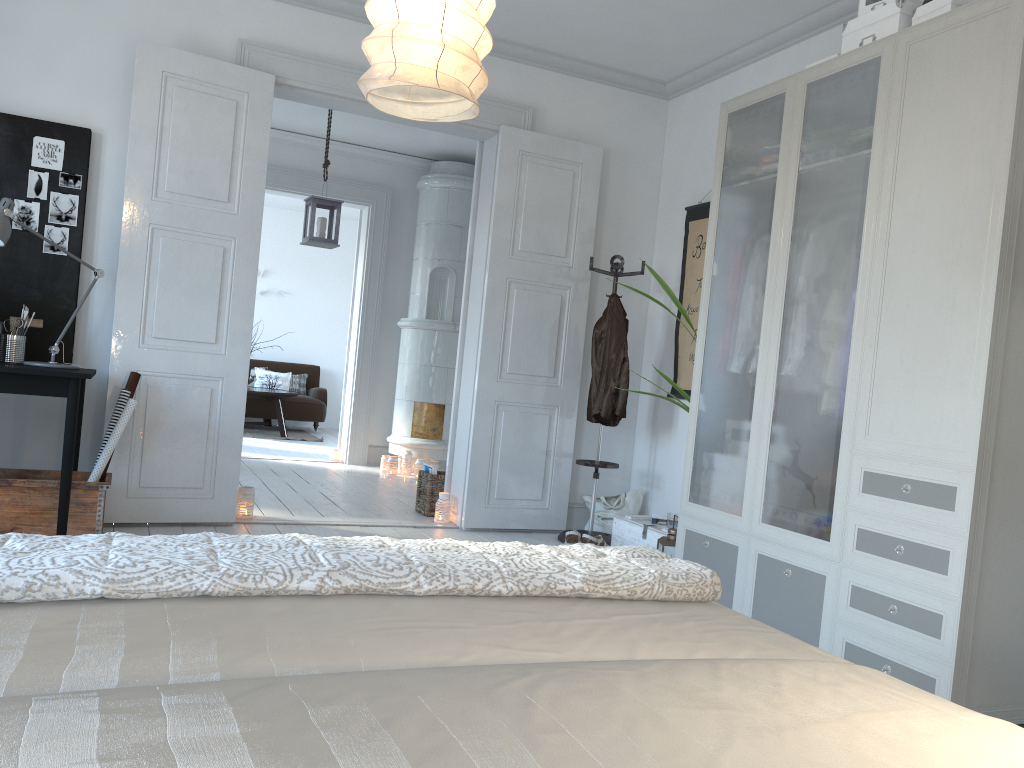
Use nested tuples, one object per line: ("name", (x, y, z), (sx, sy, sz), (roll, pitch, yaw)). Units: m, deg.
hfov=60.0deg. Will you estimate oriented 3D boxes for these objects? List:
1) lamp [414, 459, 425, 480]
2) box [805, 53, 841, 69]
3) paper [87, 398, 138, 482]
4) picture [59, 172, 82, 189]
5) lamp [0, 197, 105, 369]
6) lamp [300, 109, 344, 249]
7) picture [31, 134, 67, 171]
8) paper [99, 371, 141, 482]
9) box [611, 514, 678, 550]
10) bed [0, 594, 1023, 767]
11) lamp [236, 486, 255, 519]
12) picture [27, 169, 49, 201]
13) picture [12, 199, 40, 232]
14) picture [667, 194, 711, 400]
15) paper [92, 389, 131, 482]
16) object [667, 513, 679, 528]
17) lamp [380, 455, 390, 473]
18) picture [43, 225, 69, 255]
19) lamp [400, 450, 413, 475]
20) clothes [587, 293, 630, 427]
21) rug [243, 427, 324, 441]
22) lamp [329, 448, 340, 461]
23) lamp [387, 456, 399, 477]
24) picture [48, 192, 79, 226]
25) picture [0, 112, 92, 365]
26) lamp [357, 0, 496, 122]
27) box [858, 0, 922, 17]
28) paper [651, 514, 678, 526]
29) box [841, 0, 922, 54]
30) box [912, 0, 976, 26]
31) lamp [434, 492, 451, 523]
("lamp", (-0.766, 0.708, 7.364), (0.089, 0.166, 0.089), (5, 1, -25))
("box", (1.320, -1.222, 3.556), (0.223, 0.107, 0.180), (5, 1, -24))
("paper", (-1.874, 0.371, 4.040), (0.041, 0.627, 0.283), (7, 2, 45))
("picture", (-2.113, -0.976, 4.245), (0.095, 0.071, 0.001), (5, 1, -24))
("lamp", (-2.127, -0.438, 3.977), (0.230, 0.716, 0.617), (7, 1, 37))
("lamp", (-1.266, -1.849, 6.204), (0.228, 1.763, 0.228), (5, 2, -27))
("picture", (-2.195, -1.098, 4.201), (0.148, 0.154, 0.004), (5, 1, -24))
("paper", (-1.895, 0.309, 4.167), (0.048, 0.747, 0.297), (6, 1, 22))
("box", (0.847, 0.855, 4.779), (0.376, 0.218, 0.641), (5, 1, -24))
("bed", (-0.029, 0.378, 0.694), (1.889, 1.047, 2.174), (5, 1, -24))
("lamp", (-1.452, 0.647, 4.836), (0.089, 0.166, 0.089), (5, 1, -31))
("picture", (-2.241, -0.941, 4.192), (0.083, 0.146, 0.002), (5, 1, -24))
("picture", (-2.290, -0.793, 4.179), (0.107, 0.150, 0.001), (5, 1, -24))
("picture", (1.157, -0.554, 4.919), (0.057, 1.314, 0.792), (5, 1, -24))
("paper", (-1.896, 0.352, 4.093), (0.043, 0.669, 0.266), (6, 1, 22))
("object", (0.841, 0.722, 4.653), (0.060, 0.081, 0.060), (6, 1, 31))
("lamp", (-1.085, 0.686, 7.601), (0.084, 0.146, 0.084), (5, 1, -19))
("picture", (-2.177, -0.689, 4.235), (0.103, 0.136, 0.001), (5, 1, -24))
("lamp", (-0.900, 0.672, 7.572), (0.098, 0.210, 0.098), (5, 1, -19))
("clothes", (0.569, -0.139, 5.087), (0.237, 0.770, 0.211), (6, 1, 10))
("rug", (-3.148, 0.517, 10.221), (1.711, 0.055, 1.455), (5, 0, -23))
("lamp", (-1.609, 0.642, 8.056), (0.093, 0.110, 0.093), (5, 1, -7))
("lamp", (-0.994, 0.686, 7.388), (0.089, 0.166, 0.089), (5, 1, -22))
("picture", (-2.144, -0.839, 4.240), (0.121, 0.153, 0.002), (5, 1, -24))
("picture", (-2.526, -0.689, 4.118), (0.953, 1.172, 0.063), (5, 1, -24))
("lamp", (-0.177, -1.333, 2.300), (0.338, 1.231, 0.340), (6, 1, 8))
("box", (1.447, -1.407, 3.328), (0.225, 0.107, 0.180), (5, 1, -34))
("paper", (0.873, 0.748, 4.838), (0.221, 0.031, 0.175), (6, 0, 9))
("box", (1.433, -1.256, 3.304), (0.285, 0.199, 0.280), (5, 1, -24))
("box", (1.533, -1.224, 3.069), (0.227, 0.158, 0.182), (5, 1, -19))
("lamp", (-0.413, 0.741, 5.304), (0.093, 0.180, 0.092), (5, 2, -41))
